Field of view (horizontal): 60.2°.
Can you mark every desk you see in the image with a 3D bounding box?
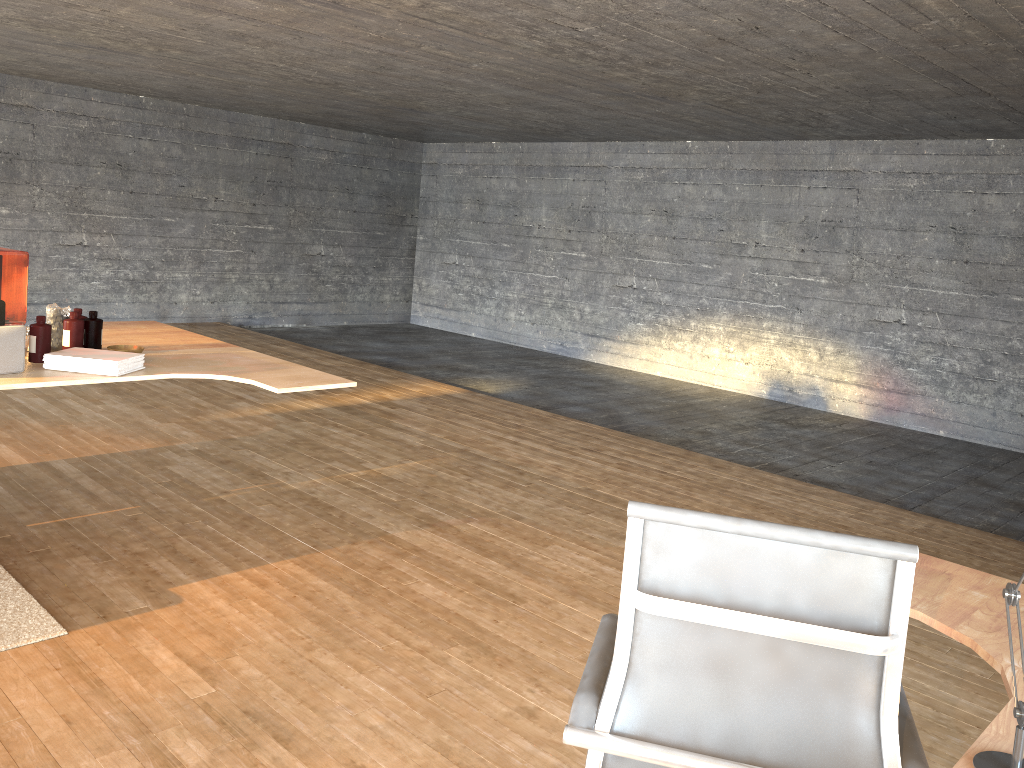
[{"bbox_3d":[-0.158,0.919,0.835,1.651,0.732,3.515,14,13,43],"label":"desk"},{"bbox_3d":[-2.574,0.304,3.144,3.290,0.731,3.477,14,13,42],"label":"desk"}]

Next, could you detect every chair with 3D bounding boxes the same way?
[{"bbox_3d":[0.378,0.682,1.633,0.654,1.006,0.690,6,7,13],"label":"chair"}]

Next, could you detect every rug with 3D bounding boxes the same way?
[{"bbox_3d":[-2.781,0.744,2.628,1.616,0.005,2.206,14,14,42],"label":"rug"}]

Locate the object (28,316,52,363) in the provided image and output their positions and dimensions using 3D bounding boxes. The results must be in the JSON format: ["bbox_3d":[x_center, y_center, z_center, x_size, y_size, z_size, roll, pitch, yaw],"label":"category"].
[{"bbox_3d":[-1.902,-0.182,3.559,0.079,0.185,0.080,2,6,-29],"label":"object"}]

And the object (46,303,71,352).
[{"bbox_3d":[-1.954,-0.238,3.793,0.099,0.212,0.095,10,7,41],"label":"object"}]

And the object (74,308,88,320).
[{"bbox_3d":[-1.909,-0.239,3.875,0.079,0.185,0.080,0,7,-39],"label":"object"}]

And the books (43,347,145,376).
[{"bbox_3d":[-1.659,-0.091,3.513,0.309,0.057,0.224,5,10,4],"label":"books"}]

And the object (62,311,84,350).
[{"bbox_3d":[-1.870,-0.216,3.763,0.079,0.185,0.080,2,6,-29],"label":"object"}]

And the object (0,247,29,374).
[{"bbox_3d":[-1.999,-0.282,3.304,0.271,0.454,0.223,9,7,33],"label":"object"}]

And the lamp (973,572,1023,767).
[{"bbox_3d":[0.726,0.345,1.228,0.106,0.405,0.208,8,6,29],"label":"lamp"}]

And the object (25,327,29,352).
[{"bbox_3d":[-2.077,-0.197,3.755,0.075,0.119,0.037,7,5,17],"label":"object"}]

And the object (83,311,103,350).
[{"bbox_3d":[-1.821,-0.224,3.831,0.079,0.185,0.080,0,7,-39],"label":"object"}]

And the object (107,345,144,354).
[{"bbox_3d":[-1.646,-0.128,3.759,0.147,0.054,0.148,8,10,19],"label":"object"}]
